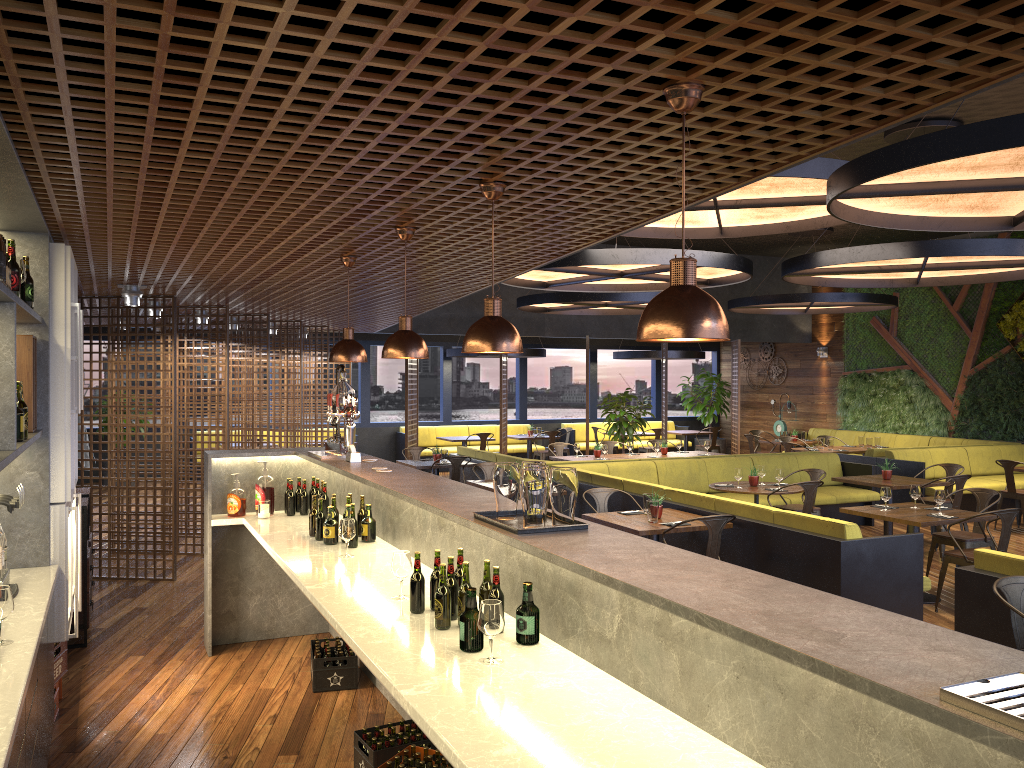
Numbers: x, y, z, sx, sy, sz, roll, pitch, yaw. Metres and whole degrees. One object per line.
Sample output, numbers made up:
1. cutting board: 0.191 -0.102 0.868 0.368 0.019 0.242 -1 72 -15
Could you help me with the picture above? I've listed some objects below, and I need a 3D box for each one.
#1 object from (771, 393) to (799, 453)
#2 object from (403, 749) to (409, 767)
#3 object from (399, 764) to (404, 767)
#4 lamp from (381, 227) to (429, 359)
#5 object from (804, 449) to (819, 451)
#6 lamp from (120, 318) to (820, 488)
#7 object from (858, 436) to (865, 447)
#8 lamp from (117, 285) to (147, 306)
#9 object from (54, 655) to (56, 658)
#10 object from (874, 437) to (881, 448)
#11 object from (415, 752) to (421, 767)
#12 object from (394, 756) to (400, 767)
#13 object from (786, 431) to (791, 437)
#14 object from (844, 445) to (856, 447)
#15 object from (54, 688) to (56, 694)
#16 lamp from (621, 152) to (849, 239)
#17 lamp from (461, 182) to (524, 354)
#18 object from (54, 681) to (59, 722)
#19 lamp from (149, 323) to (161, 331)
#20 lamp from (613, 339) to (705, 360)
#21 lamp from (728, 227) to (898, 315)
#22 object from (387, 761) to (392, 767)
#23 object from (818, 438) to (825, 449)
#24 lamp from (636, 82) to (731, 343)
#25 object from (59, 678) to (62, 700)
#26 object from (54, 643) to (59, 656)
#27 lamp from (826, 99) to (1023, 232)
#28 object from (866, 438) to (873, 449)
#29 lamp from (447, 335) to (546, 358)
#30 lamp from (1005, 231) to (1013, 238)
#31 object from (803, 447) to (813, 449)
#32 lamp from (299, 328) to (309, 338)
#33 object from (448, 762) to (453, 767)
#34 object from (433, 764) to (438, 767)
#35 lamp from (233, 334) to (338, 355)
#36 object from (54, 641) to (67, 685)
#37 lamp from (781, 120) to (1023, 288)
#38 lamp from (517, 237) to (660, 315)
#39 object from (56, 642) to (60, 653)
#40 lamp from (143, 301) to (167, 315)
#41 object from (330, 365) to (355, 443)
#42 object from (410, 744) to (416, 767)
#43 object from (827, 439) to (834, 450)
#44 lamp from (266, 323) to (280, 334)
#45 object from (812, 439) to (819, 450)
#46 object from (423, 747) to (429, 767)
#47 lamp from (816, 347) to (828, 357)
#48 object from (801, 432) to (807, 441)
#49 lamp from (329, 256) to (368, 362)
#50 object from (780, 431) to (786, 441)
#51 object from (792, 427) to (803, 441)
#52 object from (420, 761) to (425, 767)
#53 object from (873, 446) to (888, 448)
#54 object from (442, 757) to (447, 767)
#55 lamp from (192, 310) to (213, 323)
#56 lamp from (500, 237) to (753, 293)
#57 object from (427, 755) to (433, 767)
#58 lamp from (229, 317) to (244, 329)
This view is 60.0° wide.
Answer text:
1. object: 5.946 1.006 19.316 0.459 1.615 0.848 0 0 -24
2. object: -0.484 1.778 4.058 0.056 0.205 0.057 0 0 28
3. object: -0.485 1.779 3.903 0.056 0.205 0.057 0 0 -27
4. lamp: -0.554 -0.470 4.609 0.250 0.673 0.250 0 0 8
5. object: 4.861 1.070 14.443 0.157 0.019 0.255 0 0 -25
6. lamp: -0.341 0.493 11.849 9.057 2.714 3.017 0 0 -24
7. object: 5.979 0.987 15.171 0.102 0.178 0.102 0 0 -39
8. lamp: -3.247 -0.756 7.581 0.228 0.172 0.228 0 0 -24
9. object: -2.574 1.542 4.946 0.057 0.205 0.056 0 0 -38
10. object: 6.178 0.989 14.982 0.102 0.178 0.102 0 0 -39
11. object: -0.426 1.778 4.027 0.056 0.205 0.057 0 0 -2
12. object: -0.516 1.778 3.989 0.056 0.205 0.056 0 0 23
13. object: 5.204 0.976 16.695 0.102 0.178 0.102 0 0 11
14. object: 5.799 1.066 15.225 0.157 0.019 0.255 0 0 -25
15. object: -2.645 1.767 5.082 0.057 0.205 0.056 0 0 -23
16. lamp: 1.743 -2.036 7.561 2.778 1.159 2.778 0 0 26
17. lamp: -0.078 -0.462 3.559 0.250 0.673 0.250 0 0 8
18. object: -2.680 1.787 4.897 0.277 0.206 0.416 0 0 -21
19. lamp: -5.137 -0.795 12.842 0.228 0.172 0.228 0 0 -24
20. lamp: 3.196 -1.632 19.278 1.979 2.172 1.979 0 0 -39
21. lamp: 5.161 -1.980 15.332 2.778 1.362 2.778 0 0 30
22. object: -0.544 1.779 3.933 0.056 0.205 0.057 0 0 -2
23. object: 5.165 0.988 14.802 0.102 0.178 0.102 0 0 -39
24. lamp: 0.459 -0.453 2.376 0.250 0.673 0.250 0 0 8
25. object: -2.917 1.783 5.413 0.277 0.206 0.416 0 0 -32
26. object: -2.591 1.542 5.014 0.057 0.205 0.056 0 1 42
27. lamp: 3.287 -1.839 5.102 2.778 1.475 2.778 0 0 30
28. object: 5.961 0.990 14.789 0.102 0.178 0.102 0 0 11
29. lamp: -0.309 -1.627 17.688 1.979 2.172 1.979 0 0 21
30. lamp: 7.199 -2.047 10.955 2.778 1.159 2.778 0 0 -34
31. object: 5.035 1.067 14.878 0.157 0.019 0.255 0 0 -25
32. lamp: -3.275 -0.798 13.908 0.228 0.172 0.228 0 0 -24
33. object: -0.278 1.778 4.032 0.056 0.205 0.056 0 0 -12
34. object: -0.336 1.779 3.899 0.056 0.205 0.056 0 0 -27
35. lamp: -4.020 -1.623 16.004 1.979 2.172 1.979 0 0 -18
36. object: -2.666 1.562 4.900 0.277 0.206 0.416 0 0 -11
37. lamp: 4.219 -1.864 9.102 2.778 1.475 2.778 0 0 25
38. lamp: 1.463 -1.901 13.743 2.778 1.475 2.778 0 0 -24
39. object: -2.600 1.541 5.076 0.057 0.205 0.056 0 0 -13
40. lamp: -3.679 -0.767 9.135 0.228 0.172 0.228 0 0 -24
41. object: -1.550 0.299 7.935 0.263 0.944 0.566 0 0 -32
42. object: -0.457 1.777 4.112 0.056 0.205 0.056 0 0 28
43. object: 5.187 0.991 14.438 0.102 0.178 0.102 0 0 11
44. lamp: -3.425 -0.790 12.680 0.228 0.172 0.228 0 0 -24
45. object: 4.984 0.989 14.555 0.102 0.178 0.102 0 0 -39
46. object: -0.396 1.778 4.087 0.056 0.205 0.056 0 0 -22
47. lamp: 6.533 -0.672 18.764 0.189 0.215 0.215 0 0 -24
48. object: 5.435 0.977 16.519 0.102 0.178 0.102 0 0 11
49. lamp: -1.054 -0.478 5.710 0.250 0.673 0.250 0 0 8
50. object: 5.050 0.976 16.540 0.102 0.178 0.102 0 0 -39
51. object: 5.258 0.931 16.505 0.238 0.271 0.260 0 0 -3
52. object: -0.398 1.779 3.936 0.056 0.205 0.056 0 0 -37
53. object: 6.301 1.068 15.094 0.157 0.019 0.255 0 0 -25
54. object: -0.303 1.779 3.974 0.057 0.205 0.056 0 0 -12
55. lamp: -3.606 -0.775 10.320 0.228 0.172 0.228 0 0 -24
56. lamp: 1.208 -1.874 9.738 2.778 1.475 2.778 0 0 -20
57. object: -0.369 1.779 3.998 0.056 0.205 0.057 0 0 -22
58. lamp: -3.605 -0.782 11.471 0.228 0.172 0.228 0 0 -24
